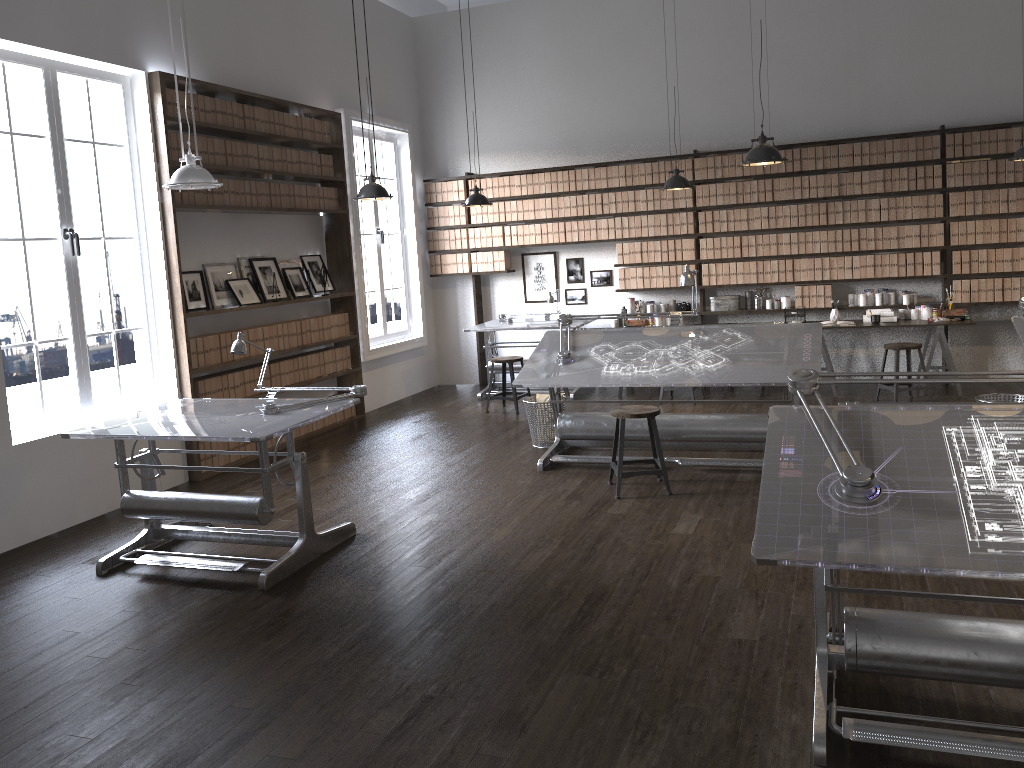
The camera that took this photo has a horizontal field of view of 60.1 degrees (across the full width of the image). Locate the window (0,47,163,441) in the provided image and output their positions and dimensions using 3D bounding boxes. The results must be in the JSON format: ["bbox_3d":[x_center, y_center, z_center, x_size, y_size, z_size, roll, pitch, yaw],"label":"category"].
[{"bbox_3d":[-2.935,-0.910,5.850,0.153,2.484,1.491,-2,7,21],"label":"window"}]

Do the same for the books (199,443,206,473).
[{"bbox_3d":[-2.446,0.570,6.793,0.174,0.224,0.067,-1,6,21],"label":"books"}]

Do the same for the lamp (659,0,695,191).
[{"bbox_3d":[1.414,-2.866,7.859,0.311,2.241,0.314,-4,6,0],"label":"lamp"}]

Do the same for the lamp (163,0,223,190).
[{"bbox_3d":[-1.821,-2.190,4.750,0.311,2.241,0.314,-4,6,0],"label":"lamp"}]

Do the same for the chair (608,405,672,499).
[{"bbox_3d":[0.795,0.420,5.612,0.358,0.525,0.374,-4,7,-1],"label":"chair"}]

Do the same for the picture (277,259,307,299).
[{"bbox_3d":[-2.031,-0.969,8.201,0.095,0.359,0.436,-1,8,21],"label":"picture"}]

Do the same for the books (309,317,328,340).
[{"bbox_3d":[-1.850,-0.525,8.432,0.174,0.224,0.067,-1,6,21],"label":"books"}]

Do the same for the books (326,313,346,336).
[{"bbox_3d":[-1.740,-0.579,8.747,0.174,0.224,0.067,-1,6,21],"label":"books"}]

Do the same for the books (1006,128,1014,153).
[{"bbox_3d":[4.612,-2.253,8.229,0.066,0.224,0.175,-1,7,21],"label":"books"}]

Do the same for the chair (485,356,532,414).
[{"bbox_3d":[-0.033,0.006,8.717,0.371,0.525,0.360,0,8,29],"label":"chair"}]

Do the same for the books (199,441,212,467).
[{"bbox_3d":[-2.420,0.559,6.858,0.174,0.224,0.067,-1,6,21],"label":"books"}]

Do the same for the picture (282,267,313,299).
[{"bbox_3d":[-1.986,-0.938,8.202,0.127,0.289,0.291,-1,7,21],"label":"picture"}]

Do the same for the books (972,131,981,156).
[{"bbox_3d":[4.353,-2.251,8.323,0.066,0.224,0.175,-1,7,21],"label":"books"}]

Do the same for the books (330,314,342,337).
[{"bbox_3d":[-1.763,-0.568,8.682,0.174,0.224,0.067,-1,6,21],"label":"books"}]

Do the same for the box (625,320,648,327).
[{"bbox_3d":[1.317,-0.635,9.368,0.212,0.083,0.138,-1,8,20],"label":"box"}]

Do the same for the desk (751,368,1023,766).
[{"bbox_3d":[1.849,0.348,2.728,2.068,1.379,1.083,-1,7,21],"label":"desk"}]

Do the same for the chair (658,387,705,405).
[{"bbox_3d":[1.644,-0.085,8.608,0.371,0.525,0.360,0,8,29],"label":"chair"}]

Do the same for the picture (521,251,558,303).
[{"bbox_3d":[0.323,-1.217,10.132,0.415,0.572,0.040,-1,6,21],"label":"picture"}]

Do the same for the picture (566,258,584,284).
[{"bbox_3d":[0.714,-1.278,9.990,0.201,0.283,0.022,-1,6,20],"label":"picture"}]

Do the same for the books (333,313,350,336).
[{"bbox_3d":[-1.711,-0.590,8.805,0.174,0.224,0.067,-1,6,21],"label":"books"}]

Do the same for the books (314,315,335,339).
[{"bbox_3d":[-1.808,-0.546,8.554,0.174,0.224,0.067,-1,6,21],"label":"books"}]

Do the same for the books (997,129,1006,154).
[{"bbox_3d":[4.548,-2.252,8.248,0.067,0.224,0.175,-1,7,21],"label":"books"}]

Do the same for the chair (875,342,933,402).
[{"bbox_3d":[3.467,-0.088,7.849,0.372,0.525,0.360,-4,7,-6],"label":"chair"}]

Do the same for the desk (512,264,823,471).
[{"bbox_3d":[1.044,-0.155,6.413,2.279,1.379,1.083,-1,7,21],"label":"desk"}]

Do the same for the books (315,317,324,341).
[{"bbox_3d":[-1.879,-0.514,8.371,0.174,0.224,0.067,-1,6,21],"label":"books"}]

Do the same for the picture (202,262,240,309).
[{"bbox_3d":[-2.366,-0.815,7.299,0.083,0.363,0.418,-1,8,21],"label":"picture"}]

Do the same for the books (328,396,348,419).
[{"bbox_3d":[-1.716,0.231,8.736,0.174,0.224,0.067,-1,6,21],"label":"books"}]

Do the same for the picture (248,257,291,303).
[{"bbox_3d":[-2.130,-0.919,7.797,0.148,0.389,0.376,-1,7,21],"label":"picture"}]

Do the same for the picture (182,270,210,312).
[{"bbox_3d":[-2.505,-0.733,6.977,0.058,0.313,0.268,-2,7,21],"label":"picture"}]

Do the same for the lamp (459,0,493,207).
[{"bbox_3d":[-0.410,-2.852,8.539,0.311,2.241,0.314,-4,6,0],"label":"lamp"}]

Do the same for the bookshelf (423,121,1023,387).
[{"bbox_3d":[3.430,-0.878,8.932,9.173,3.191,0.375,-1,6,21],"label":"bookshelf"}]

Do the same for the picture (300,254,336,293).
[{"bbox_3d":[-1.873,-1.066,8.547,0.161,0.362,0.345,-1,7,21],"label":"picture"}]

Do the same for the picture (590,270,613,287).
[{"bbox_3d":[0.999,-1.180,9.893,0.251,0.182,0.023,-1,6,21],"label":"picture"}]

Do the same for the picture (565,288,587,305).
[{"bbox_3d":[0.723,-0.988,10.021,0.251,0.182,0.023,-1,6,21],"label":"picture"}]

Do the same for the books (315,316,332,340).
[{"bbox_3d":[-1.831,-0.536,8.496,0.174,0.224,0.067,-1,6,21],"label":"books"}]

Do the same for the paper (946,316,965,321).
[{"bbox_3d":[4.083,-0.605,8.169,0.155,0.038,0.138,2,10,35],"label":"paper"}]

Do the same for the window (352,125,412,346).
[{"bbox_3d":[-1.449,-1.563,9.498,0.153,2.297,1.252,-2,7,21],"label":"window"}]

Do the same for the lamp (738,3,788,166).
[{"bbox_3d":[1.555,-2.538,5.622,0.311,2.241,0.314,1,8,41],"label":"lamp"}]

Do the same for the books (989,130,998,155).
[{"bbox_3d":[4.487,-2.252,8.277,0.066,0.224,0.175,-1,7,21],"label":"books"}]

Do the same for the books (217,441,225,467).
[{"bbox_3d":[-2.368,0.535,6.990,0.174,0.224,0.067,-1,6,21],"label":"books"}]

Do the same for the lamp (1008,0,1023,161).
[{"bbox_3d":[4.020,-2.885,6.880,0.314,2.241,0.311,-9,8,-44],"label":"lamp"}]

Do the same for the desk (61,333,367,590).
[{"bbox_3d":[-1.545,0.333,4.933,1.268,1.183,1.179,-1,8,21],"label":"desk"}]

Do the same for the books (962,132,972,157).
[{"bbox_3d":[4.288,-2.251,8.353,0.066,0.224,0.175,-1,7,21],"label":"books"}]

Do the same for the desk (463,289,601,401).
[{"bbox_3d":[0.269,-0.445,9.633,1.268,1.092,1.078,-1,8,21],"label":"desk"}]

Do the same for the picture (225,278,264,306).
[{"bbox_3d":[-2.240,-0.771,7.417,0.144,0.228,0.301,-1,8,21],"label":"picture"}]

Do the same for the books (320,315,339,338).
[{"bbox_3d":[-1.783,-0.557,8.615,0.174,0.224,0.067,-1,6,21],"label":"books"}]

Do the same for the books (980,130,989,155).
[{"bbox_3d":[4.421,-2.252,8.302,0.066,0.224,0.175,-1,7,21],"label":"books"}]

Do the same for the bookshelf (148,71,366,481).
[{"bbox_3d":[-2.167,-0.597,7.728,0.412,3.704,2.488,-2,7,21],"label":"bookshelf"}]

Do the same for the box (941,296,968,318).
[{"bbox_3d":[4.146,-0.717,8.298,0.212,0.206,0.138,-1,7,21],"label":"box"}]

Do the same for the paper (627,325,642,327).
[{"bbox_3d":[1.280,-0.584,9.222,0.155,0.038,0.138,-3,8,6],"label":"paper"}]

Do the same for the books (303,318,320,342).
[{"bbox_3d":[-1.904,-0.502,8.305,0.174,0.224,0.067,-1,6,21],"label":"books"}]

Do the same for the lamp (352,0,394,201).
[{"bbox_3d":[-1.126,-2.518,6.629,0.311,2.241,0.314,-4,6,0],"label":"lamp"}]

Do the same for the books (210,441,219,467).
[{"bbox_3d":[-2.392,0.547,6.922,0.174,0.224,0.067,-1,6,21],"label":"books"}]

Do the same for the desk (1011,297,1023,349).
[{"bbox_3d":[4.181,-0.179,5.234,2.068,1.379,1.083,-1,7,21],"label":"desk"}]

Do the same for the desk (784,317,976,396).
[{"bbox_3d":[3.474,-0.258,8.488,1.667,0.666,0.660,-1,8,21],"label":"desk"}]

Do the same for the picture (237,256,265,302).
[{"bbox_3d":[-2.222,-0.905,7.698,0.091,0.404,0.372,-1,7,21],"label":"picture"}]

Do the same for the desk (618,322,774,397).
[{"bbox_3d":[1.823,-0.246,9.108,1.667,0.666,0.660,-1,8,21],"label":"desk"}]

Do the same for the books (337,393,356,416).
[{"bbox_3d":[-1.667,0.206,8.877,0.174,0.224,0.067,-1,6,21],"label":"books"}]
